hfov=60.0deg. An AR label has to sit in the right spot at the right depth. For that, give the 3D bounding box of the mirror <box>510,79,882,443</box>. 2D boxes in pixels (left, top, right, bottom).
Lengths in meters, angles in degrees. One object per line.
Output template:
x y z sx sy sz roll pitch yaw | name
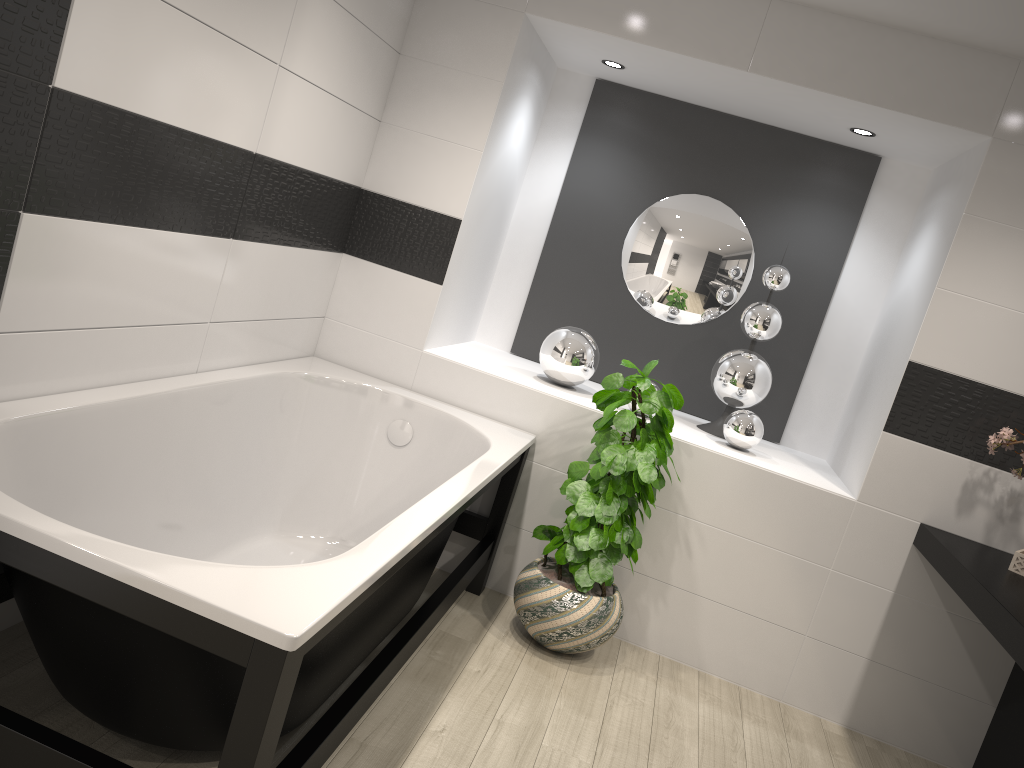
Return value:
0.827 -0.589 4.190 1.363 1.377 0.078 19 7 10 | mirror

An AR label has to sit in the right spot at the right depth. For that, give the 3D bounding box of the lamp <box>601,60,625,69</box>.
0.442 -1.395 3.870 0.105 0.004 0.106 17 9 -5 | lamp

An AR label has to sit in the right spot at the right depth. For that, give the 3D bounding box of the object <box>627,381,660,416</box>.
0.554 0.058 3.720 0.151 0.150 0.150 21 9 23 | object

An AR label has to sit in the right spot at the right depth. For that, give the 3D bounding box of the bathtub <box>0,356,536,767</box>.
-0.692 0.464 2.623 1.010 0.673 2.184 19 9 10 | bathtub

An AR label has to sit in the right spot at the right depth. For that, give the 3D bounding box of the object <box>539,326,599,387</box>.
0.250 -0.120 3.867 0.261 0.260 0.261 21 9 23 | object

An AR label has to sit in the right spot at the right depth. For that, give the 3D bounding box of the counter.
1.412 0.840 1.359 0.656 0.084 3.854 19 9 10 | counter

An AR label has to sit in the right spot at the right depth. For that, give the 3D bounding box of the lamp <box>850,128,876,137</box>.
1.456 -1.044 3.678 0.105 0.004 0.106 14 10 -23 | lamp

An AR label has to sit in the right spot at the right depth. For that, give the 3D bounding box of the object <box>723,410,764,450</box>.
0.953 0.188 3.651 0.164 0.163 0.163 21 9 23 | object

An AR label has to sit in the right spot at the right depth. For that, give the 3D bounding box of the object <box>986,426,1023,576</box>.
1.862 0.389 2.933 0.632 0.558 0.260 24 10 40 | object

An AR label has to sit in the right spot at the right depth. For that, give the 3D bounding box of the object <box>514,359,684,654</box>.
0.337 0.440 3.279 0.437 1.127 0.421 12 9 -39 | object

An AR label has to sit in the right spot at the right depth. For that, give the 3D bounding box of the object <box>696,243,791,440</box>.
1.062 -0.199 3.868 0.261 0.894 0.260 21 8 23 | object
